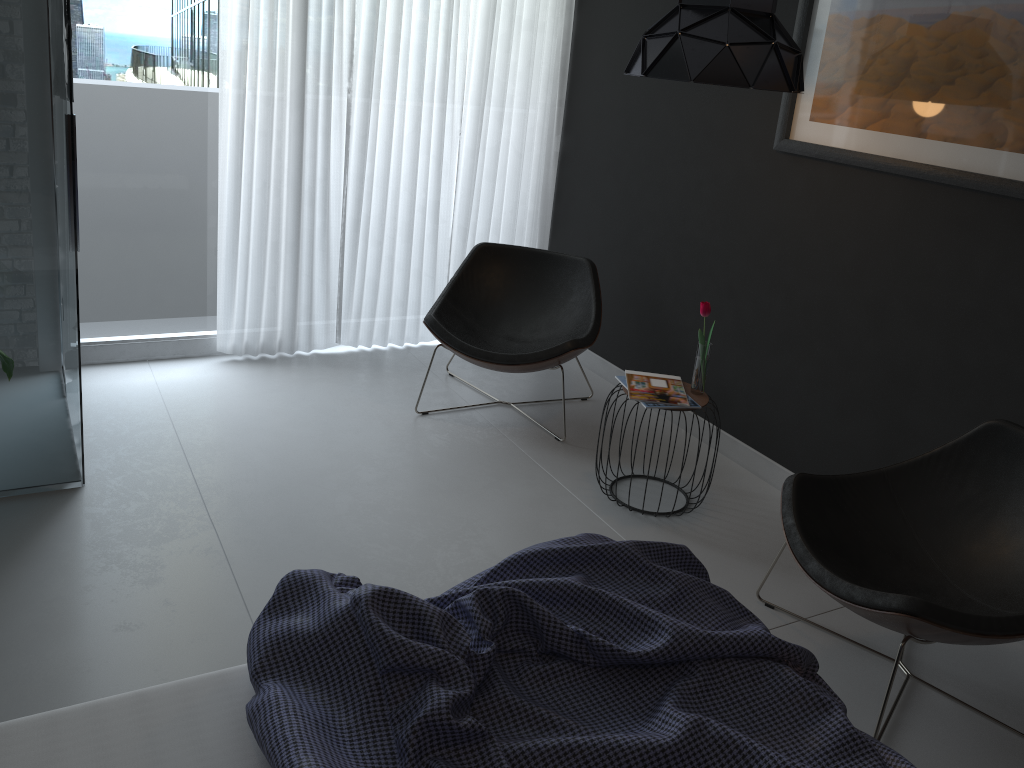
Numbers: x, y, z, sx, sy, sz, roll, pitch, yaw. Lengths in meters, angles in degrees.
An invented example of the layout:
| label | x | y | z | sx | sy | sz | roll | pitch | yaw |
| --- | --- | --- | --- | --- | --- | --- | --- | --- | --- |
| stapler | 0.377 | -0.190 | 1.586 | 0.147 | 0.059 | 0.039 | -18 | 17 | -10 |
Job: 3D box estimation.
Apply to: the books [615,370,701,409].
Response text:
| label | x | y | z | sx | sy | sz | roll | pitch | yaw |
| --- | --- | --- | --- | --- | --- | --- | --- | --- | --- |
| books | -1.982 | 1.038 | 0.410 | 0.411 | 0.363 | 8.334 | 20 | 25 | 35 |

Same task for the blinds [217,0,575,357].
| label | x | y | z | sx | sy | sz | roll | pitch | yaw |
| --- | --- | --- | --- | --- | --- | --- | --- | --- | --- |
| blinds | -0.513 | -1.467 | 4.422 | 1.857 | 2.635 | 0.139 | -4 | 19 | -30 |

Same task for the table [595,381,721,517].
| label | x | y | z | sx | sy | sz | roll | pitch | yaw |
| --- | --- | --- | --- | --- | --- | --- | --- | --- | --- |
| table | 0.556 | 0.233 | 3.386 | 0.457 | 0.425 | 0.456 | 20 | 23 | 35 |

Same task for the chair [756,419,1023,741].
| label | x | y | z | sx | sy | sz | roll | pitch | yaw |
| --- | --- | --- | --- | --- | --- | --- | --- | --- | --- |
| chair | 1.191 | 0.512 | 2.469 | 0.813 | 0.675 | 0.810 | 3 | 19 | -9 |

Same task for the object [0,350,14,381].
| label | x | y | z | sx | sy | sz | roll | pitch | yaw |
| --- | --- | --- | --- | --- | --- | --- | --- | --- | --- |
| object | -1.753 | 0.135 | 2.140 | 0.850 | 1.024 | 1.015 | 2 | 19 | -12 |

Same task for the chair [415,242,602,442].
| label | x | y | z | sx | sy | sz | roll | pitch | yaw |
| --- | --- | --- | --- | --- | --- | --- | --- | --- | --- |
| chair | 0.008 | -0.232 | 4.107 | 0.791 | 0.675 | 0.832 | 10 | 19 | 11 |

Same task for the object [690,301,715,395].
| label | x | y | z | sx | sy | sz | roll | pitch | yaw |
| --- | --- | --- | --- | --- | --- | --- | --- | --- | --- |
| object | 0.712 | -0.129 | 3.293 | 0.066 | 0.347 | 0.078 | 7 | 17 | 1 |

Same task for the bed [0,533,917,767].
| label | x | y | z | sx | sy | sz | roll | pitch | yaw |
| --- | --- | --- | --- | --- | --- | --- | --- | --- | --- |
| bed | -0.335 | 0.269 | 0.804 | 2.615 | 1.995 | 2.616 | -5 | 22 | -29 |

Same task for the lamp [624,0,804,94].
| label | x | y | z | sx | sy | sz | roll | pitch | yaw |
| --- | --- | --- | --- | --- | --- | --- | --- | --- | --- |
| lamp | 0.729 | -1.442 | 2.880 | 0.582 | 0.882 | 0.623 | 2 | 18 | -12 |

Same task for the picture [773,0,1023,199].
| label | x | y | z | sx | sy | sz | roll | pitch | yaw |
| --- | --- | --- | --- | --- | --- | --- | --- | --- | --- |
| picture | 1.550 | -0.918 | 2.616 | 0.041 | 0.705 | 1.994 | -3 | 22 | -29 |
